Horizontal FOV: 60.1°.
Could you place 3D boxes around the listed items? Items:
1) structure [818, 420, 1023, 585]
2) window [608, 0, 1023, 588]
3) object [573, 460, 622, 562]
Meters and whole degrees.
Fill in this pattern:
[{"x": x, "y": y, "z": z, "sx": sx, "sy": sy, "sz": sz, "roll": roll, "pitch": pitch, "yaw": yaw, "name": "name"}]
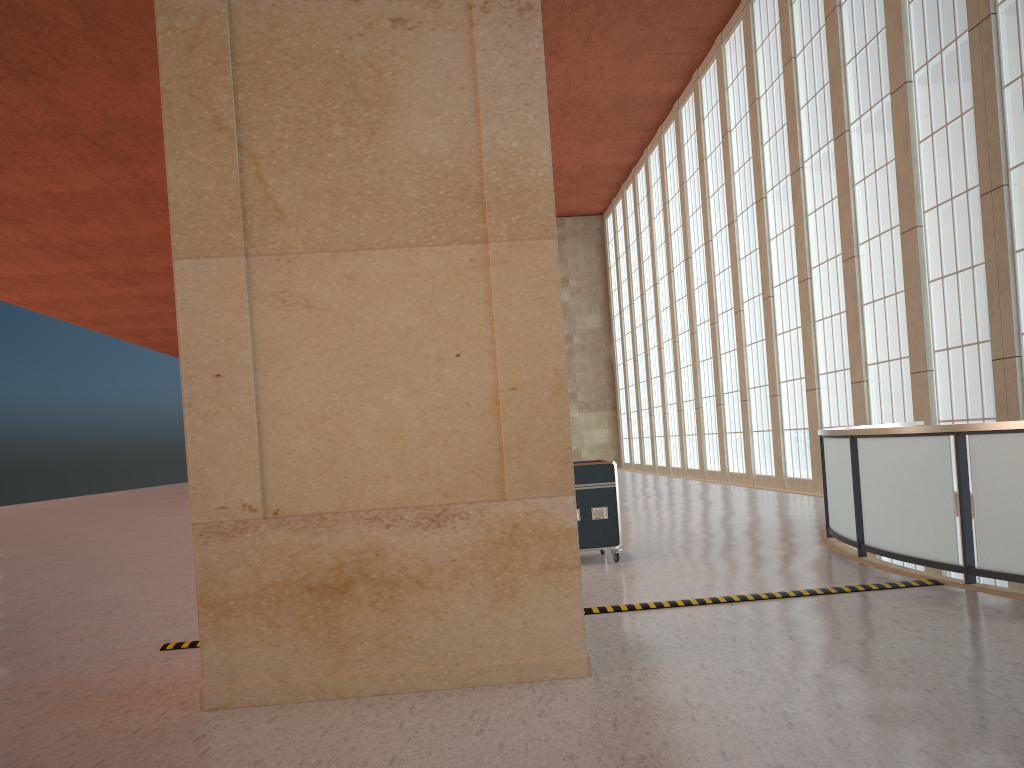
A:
[{"x": 7.261, "y": 1.237, "z": 10.703, "sx": 5.238, "sy": 1.793, "sz": 13.115, "roll": -3, "pitch": -4, "yaw": -14, "name": "structure"}, {"x": 6.516, "y": 3.465, "z": 76.307, "sx": 0.010, "sy": 28.614, "sz": 165.238, "roll": -4, "pitch": -4, "yaw": -4, "name": "window"}, {"x": 1.072, "y": 1.990, "z": 13.839, "sx": 1.055, "sy": 1.541, "sz": 1.275, "roll": -4, "pitch": -2, "yaw": -4, "name": "object"}]
